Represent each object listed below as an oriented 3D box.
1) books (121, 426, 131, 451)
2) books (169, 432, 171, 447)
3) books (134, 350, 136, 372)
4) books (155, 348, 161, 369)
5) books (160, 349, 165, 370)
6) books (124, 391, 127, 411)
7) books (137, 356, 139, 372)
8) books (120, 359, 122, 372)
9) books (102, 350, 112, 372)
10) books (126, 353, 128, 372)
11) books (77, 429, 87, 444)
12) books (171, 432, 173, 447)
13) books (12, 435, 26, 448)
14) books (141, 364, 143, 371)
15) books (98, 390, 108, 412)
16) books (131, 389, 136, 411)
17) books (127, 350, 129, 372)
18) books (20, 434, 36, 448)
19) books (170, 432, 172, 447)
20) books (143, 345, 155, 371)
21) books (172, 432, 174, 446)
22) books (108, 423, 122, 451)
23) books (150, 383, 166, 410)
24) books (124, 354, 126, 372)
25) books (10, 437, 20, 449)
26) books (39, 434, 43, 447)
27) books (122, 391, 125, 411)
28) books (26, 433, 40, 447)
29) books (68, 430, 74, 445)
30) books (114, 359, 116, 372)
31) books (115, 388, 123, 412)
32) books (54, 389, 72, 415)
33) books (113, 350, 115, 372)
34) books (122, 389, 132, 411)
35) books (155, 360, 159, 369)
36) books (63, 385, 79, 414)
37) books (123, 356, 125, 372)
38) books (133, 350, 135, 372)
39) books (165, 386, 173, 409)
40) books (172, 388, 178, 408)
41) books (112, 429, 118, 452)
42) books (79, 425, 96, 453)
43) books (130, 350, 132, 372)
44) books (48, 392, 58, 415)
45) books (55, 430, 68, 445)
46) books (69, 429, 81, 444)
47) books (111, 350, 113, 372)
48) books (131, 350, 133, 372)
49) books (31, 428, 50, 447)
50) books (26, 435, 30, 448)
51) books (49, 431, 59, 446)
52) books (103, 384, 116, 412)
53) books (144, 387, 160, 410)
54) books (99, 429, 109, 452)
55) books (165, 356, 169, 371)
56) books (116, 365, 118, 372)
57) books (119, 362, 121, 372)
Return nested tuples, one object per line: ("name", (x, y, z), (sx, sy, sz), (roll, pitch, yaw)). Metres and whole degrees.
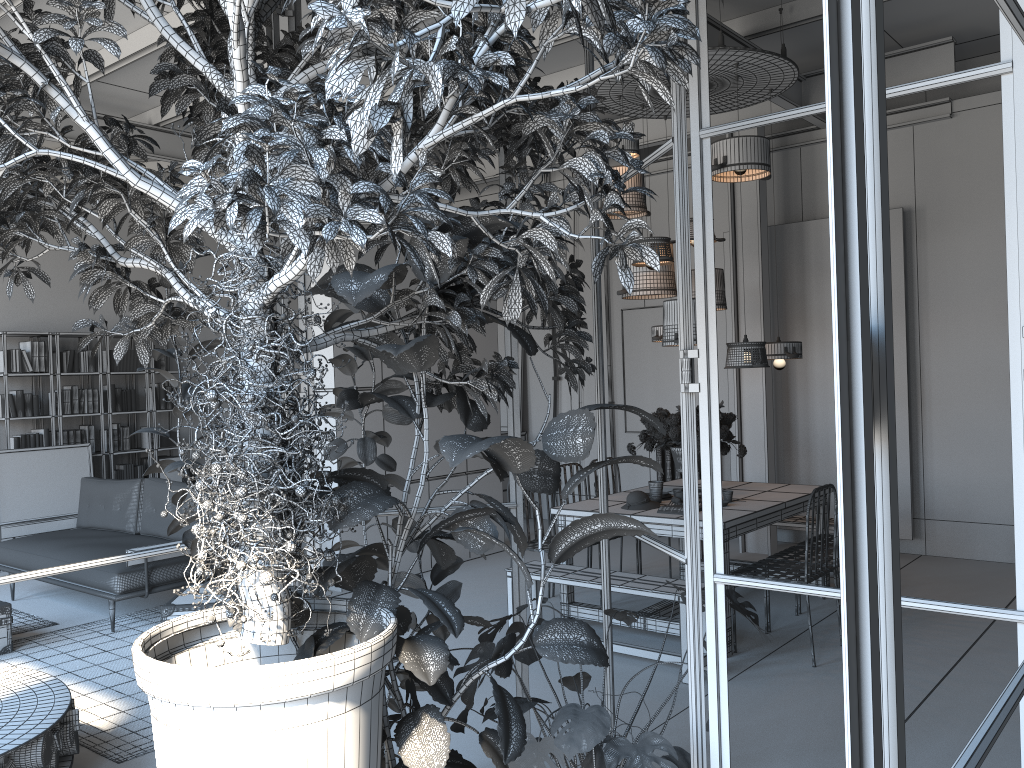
("books", (-4.256, 0.595, 9.674), (0.193, 0.265, 0.091), (-2, 1, 39))
("books", (-3.904, 0.630, 10.037), (0.134, 0.177, 0.012), (-2, 1, 39))
("books", (-4.147, -0.249, 9.650), (0.182, 0.240, 0.016), (-2, 1, 39))
("books", (-3.995, -0.268, 9.919), (0.189, 0.258, 0.027), (-2, 1, 39))
("books", (-3.965, -0.265, 9.946), (0.180, 0.248, 0.054), (-2, 1, 39))
("books", (-4.253, 0.194, 9.683), (0.165, 0.227, 0.022), (-2, 1, 39))
("books", (-4.127, -0.250, 9.675), (0.182, 0.240, 0.016), (-2, 1, 39))
("books", (-4.245, -0.245, 9.528), (0.182, 0.240, 0.016), (-2, 1, 39))
("books", (-4.315, -0.242, 9.443), (0.182, 0.240, 0.016), (-2, 1, 39))
("books", (-4.206, -0.246, 9.577), (0.182, 0.240, 0.016), (-2, 1, 39))
("books", (-4.552, 0.609, 9.343), (0.193, 0.267, 0.084), (-2, 1, 38))
("books", (-3.889, 0.629, 10.055), (0.134, 0.177, 0.012), (-2, 1, 39))
("books", (-4.897, 0.629, 8.821), (0.170, 0.245, 0.043), (-2, 0, 29))
("books", (-4.097, -0.251, 9.711), (0.182, 0.240, 0.016), (-2, 1, 39))
("books", (-4.406, 0.191, 9.545), (0.180, 0.244, 0.057), (-2, 1, 39))
("books", (-4.214, 0.183, 9.782), (0.180, 0.244, 0.057), (-2, 1, 39))
("books", (-4.196, -0.247, 9.589), (0.182, 0.240, 0.016), (-2, 1, 39))
("books", (-4.848, 0.626, 8.896), (0.180, 0.248, 0.054), (-2, 0, 29))
("books", (-3.896, 0.630, 10.046), (0.134, 0.177, 0.012), (-2, 1, 39))
("books", (-4.049, -0.283, 9.856), (0.243, 0.299, 0.048), (-2, 1, 39))
("books", (-3.882, 0.629, 10.064), (0.134, 0.177, 0.012), (-2, 1, 39))
("books", (-4.323, 0.577, 9.647), (0.222, 0.303, 0.038), (-2, 1, 39))
("books", (-3.953, 0.138, 9.914), (0.224, 0.304, 0.071), (-2, 1, 39))
("books", (-4.216, -0.246, 9.565), (0.182, 0.240, 0.016), (-2, 1, 39))
("books", (-4.927, 0.638, 8.775), (0.162, 0.229, 0.053), (-2, 0, 37))
("books", (-4.808, 0.629, 8.956), (0.194, 0.241, 0.030), (-2, 0, 26))
("books", (-4.266, 0.194, 9.665), (0.165, 0.227, 0.022), (-2, 1, 39))
("books", (-4.824, 0.621, 8.929), (0.189, 0.258, 0.027), (-2, 0, 29))
("books", (-4.631, 0.611, 9.231), (0.193, 0.265, 0.062), (-2, 1, 39))
("books", (-4.285, -0.243, 9.480), (0.182, 0.240, 0.016), (-2, 1, 39))
("books", (-4.321, 0.176, 9.637), (0.195, 0.266, 0.091), (-2, 1, 39))
("books", (-4.628, 0.188, 9.135), (0.193, 0.265, 0.091), (-2, 1, 39))
("books", (-4.295, -0.243, 9.467), (0.182, 0.240, 0.016), (-2, 1, 39))
("books", (-4.242, 0.184, 9.729), (0.180, 0.244, 0.057), (-2, 1, 39))
("books", (-4.014, -0.258, 9.894), (0.194, 0.241, 0.030), (-2, 0, 36))
("books", (-4.588, 0.165, 9.218), (0.222, 0.303, 0.071), (-2, 1, 39))
("books", (-4.226, -0.246, 9.553), (0.182, 0.240, 0.016), (-2, 1, 39))
("books", (-4.156, -0.248, 9.638), (0.182, 0.240, 0.016), (-2, 1, 39))
("books", (-3.911, 0.157, 9.997), (0.195, 0.266, 0.091), (-2, 1, 39))
("books", (-3.857, 0.166, 10.060), (0.180, 0.244, 0.057), (-2, 1, 39))
("books", (-4.324, 0.609, 9.576), (0.178, 0.244, 0.057), (-2, 1, 39))
("books", (-4.505, 0.585, 9.400), (0.222, 0.303, 0.071), (-2, 1, 39))
("books", (-4.176, -0.248, 9.614), (0.182, 0.240, 0.016), (-2, 1, 39))
("books", (-4.682, 0.201, 9.073), (0.178, 0.244, 0.057), (-2, 1, 39))
("books", (-4.668, 0.612, 9.178), (0.193, 0.265, 0.062), (-2, 1, 39))
("books", (-4.581, 0.609, 9.274), (0.193, 0.265, 0.062), (-2, 1, 39))
("books", (-4.305, -0.242, 9.455), (0.182, 0.240, 0.016), (-2, 1, 39))
("books", (-4.166, -0.248, 9.626), (0.182, 0.240, 0.016), (-2, 1, 39))
("books", (-4.782, 0.602, 8.999), (0.243, 0.299, 0.048), (-2, 0, 29))
("books", (-4.877, 0.629, 8.858), (0.168, 0.243, 0.029), (-2, 0, 24))
("books", (-4.704, 0.614, 9.124), (0.193, 0.265, 0.062), (-2, 1, 39))
("books", (-4.338, 0.156, 9.562), (0.224, 0.304, 0.038), (-2, 1, 39))
("books", (-3.999, 0.162, 9.856), (0.195, 0.268, 0.084), (-2, 1, 40))
("books", (-4.370, 0.611, 9.537), (0.178, 0.244, 0.057), (-2, 1, 39))
("books", (-3.930, -0.264, 9.979), (0.168, 0.243, 0.029), (-2, 0, 34))
("books", (-4.275, -0.243, 9.492), (0.182, 0.240, 0.016), (-2, 1, 39))
("books", (-4.255, -0.244, 9.516), (0.182, 0.240, 0.016), (-2, 1, 39))
